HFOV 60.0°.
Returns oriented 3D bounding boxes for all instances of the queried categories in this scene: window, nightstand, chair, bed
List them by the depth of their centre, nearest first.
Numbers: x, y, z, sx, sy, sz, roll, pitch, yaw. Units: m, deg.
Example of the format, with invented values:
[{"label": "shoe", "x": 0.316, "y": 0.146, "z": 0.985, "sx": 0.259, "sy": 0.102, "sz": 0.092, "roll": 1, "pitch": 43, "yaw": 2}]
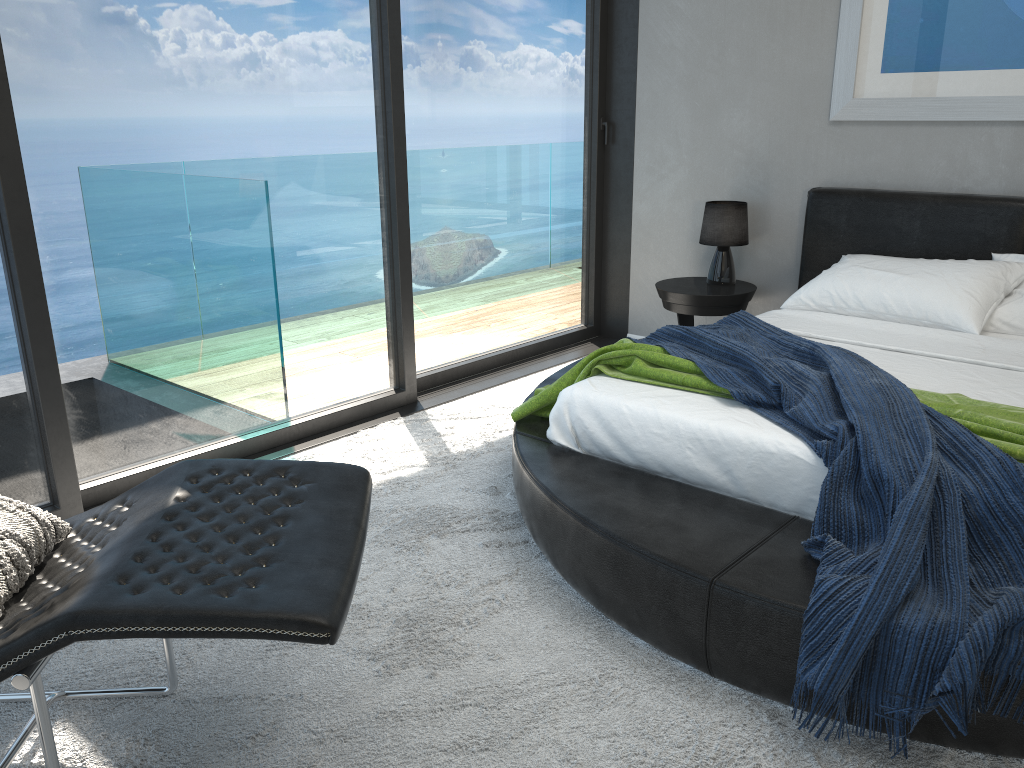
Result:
[{"label": "chair", "x": -0.920, "y": 0.328, "z": 1.629, "sx": 1.281, "sy": 1.002, "sz": 0.634, "roll": -2, "pitch": 18, "yaw": -3}, {"label": "bed", "x": 1.300, "y": -0.028, "z": 2.830, "sx": 2.747, "sy": 0.940, "sz": 2.607, "roll": 14, "pitch": 23, "yaw": 39}, {"label": "window", "x": 1.876, "y": -1.514, "z": 3.787, "sx": 3.585, "sy": 3.205, "sz": 9.686, "roll": 15, "pitch": 23, "yaw": 39}, {"label": "nightstand", "x": 0.966, "y": -0.280, "z": 4.489, "sx": 0.495, "sy": 0.443, "sz": 0.494, "roll": -13, "pitch": 22, "yaw": -35}]

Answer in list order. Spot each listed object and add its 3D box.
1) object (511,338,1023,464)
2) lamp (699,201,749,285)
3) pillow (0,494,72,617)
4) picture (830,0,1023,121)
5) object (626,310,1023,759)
[{"label": "object", "x": 0.983, "y": 0.149, "z": 2.520, "sx": 2.295, "sy": 0.344, "sz": 0.643, "roll": 14, "pitch": 22, "yaw": 39}, {"label": "lamp", "x": 1.052, "y": -0.699, "z": 4.408, "sx": 0.241, "sy": 0.403, "sz": 0.218, "roll": 3, "pitch": 18, "yaw": 10}, {"label": "pillow", "x": -1.052, "y": 0.325, "z": 1.623, "sx": 0.313, "sy": 0.200, "sz": 0.439, "roll": -3, "pitch": 17, "yaw": -7}, {"label": "picture", "x": 2.128, "y": -1.707, "z": 3.274, "sx": 1.795, "sy": 1.410, "sz": 0.025, "roll": 14, "pitch": 23, "yaw": 39}, {"label": "object", "x": 0.798, "y": 0.196, "z": 2.570, "sx": 0.685, "sy": 0.571, "sz": 2.140, "roll": -2, "pitch": 17, "yaw": -6}]
